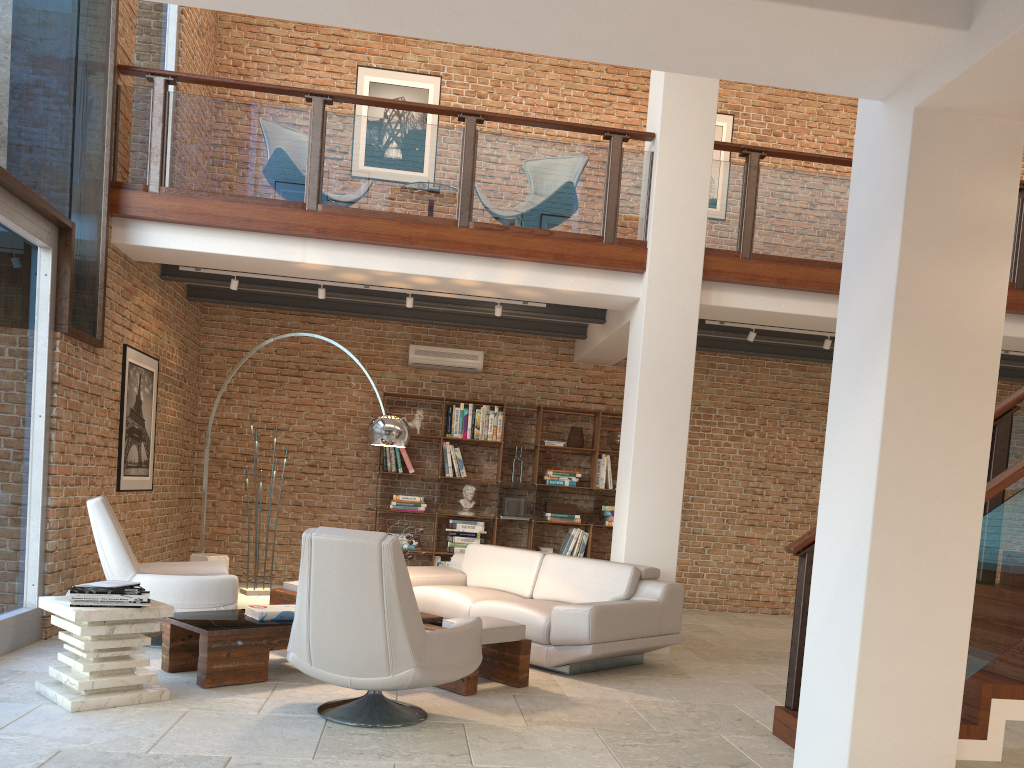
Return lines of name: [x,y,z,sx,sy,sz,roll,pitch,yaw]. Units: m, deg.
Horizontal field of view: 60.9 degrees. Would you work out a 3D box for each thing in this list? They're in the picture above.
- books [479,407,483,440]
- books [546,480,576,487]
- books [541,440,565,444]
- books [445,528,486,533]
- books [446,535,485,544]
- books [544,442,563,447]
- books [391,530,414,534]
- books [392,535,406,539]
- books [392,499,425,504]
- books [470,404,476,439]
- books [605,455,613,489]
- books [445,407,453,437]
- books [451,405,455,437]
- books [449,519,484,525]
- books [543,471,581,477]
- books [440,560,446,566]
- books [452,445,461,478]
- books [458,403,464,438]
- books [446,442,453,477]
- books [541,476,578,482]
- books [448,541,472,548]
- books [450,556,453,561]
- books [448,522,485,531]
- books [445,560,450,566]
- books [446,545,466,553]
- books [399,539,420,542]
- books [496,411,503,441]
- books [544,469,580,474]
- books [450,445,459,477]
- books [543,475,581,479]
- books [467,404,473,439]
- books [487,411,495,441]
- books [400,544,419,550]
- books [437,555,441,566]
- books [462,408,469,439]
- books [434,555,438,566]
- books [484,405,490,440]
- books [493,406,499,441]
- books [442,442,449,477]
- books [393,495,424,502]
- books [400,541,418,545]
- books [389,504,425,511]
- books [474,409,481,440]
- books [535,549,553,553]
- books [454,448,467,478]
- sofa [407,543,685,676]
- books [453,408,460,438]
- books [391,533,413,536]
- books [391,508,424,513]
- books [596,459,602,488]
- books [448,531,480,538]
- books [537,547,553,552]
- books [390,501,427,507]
books: [-0.352,0.445,9.609,0.021,0.359,0.271,4,0,-6]
books: [0.551,1.111,9.751,0.326,0.055,0.256,4,-7,3]
books: [0.452,0.648,9.662,0.237,0.019,0.171,6,-7,-13]
books: [-0.516,1.624,9.661,0.445,0.020,0.273,5,-7,-7]
books: [-0.513,1.724,9.667,0.381,0.064,0.244,7,-7,-20]
books: [0.457,0.675,9.658,0.206,0.034,0.133,5,-6,-7]
books: [-1.205,1.634,9.597,0.252,0.017,0.163,5,-7,-7]
books: [-1.214,1.688,9.613,0.206,0.034,0.133,5,-6,-7]
books: [-1.144,1.293,9.581,0.356,0.020,0.273,5,-7,-8]
books: [-0.435,0.424,9.598,0.036,0.383,0.243,4,1,-6]
books: [1.074,0.995,9.824,0.101,0.384,0.243,4,1,-6]
books: [-0.692,0.430,9.580,0.056,0.329,0.254,4,0,-6]
books: [-0.652,0.419,9.582,0.021,0.359,0.271,4,0,-6]
books: [-0.507,1.532,9.669,0.380,0.036,0.245,5,-7,-7]
books: [0.556,1.008,9.734,0.381,0.036,0.245,6,-7,-13]
books: [-0.778,2.120,9.678,0.057,0.330,0.254,4,0,-6]
books: [-0.623,0.858,9.617,0.125,0.348,0.271,4,0,-6]
books: [-0.565,0.412,9.578,0.036,0.383,0.243,4,1,-6]
books: [-0.694,0.833,9.588,0.104,0.383,0.243,4,1,-6]
books: [0.533,1.064,9.754,0.380,0.036,0.245,5,-7,-7]
books: [-0.530,1.785,9.685,0.362,0.055,0.284,5,-7,-4]
books: [-0.660,2.104,9.706,0.079,0.385,0.243,4,1,-6]
books: [-0.506,1.584,9.677,0.381,0.064,0.245,6,-6,-12]
books: [-0.722,2.123,9.679,0.056,0.329,0.254,4,0,-6]
books: [-0.531,1.843,9.670,0.381,0.064,0.245,6,-6,-12]
books: [-1.212,1.711,9.592,0.381,0.018,0.245,6,-7,-14]
books: [-0.148,0.480,9.651,0.056,0.329,0.254,4,0,-6]
books: [0.554,0.981,9.752,0.356,0.020,0.273,5,-7,-8]
books: [-0.643,0.855,9.605,0.125,0.348,0.271,4,0,-6]
books: [0.552,1.036,9.744,0.381,0.018,0.245,6,-7,-14]
books: [-0.471,0.420,9.584,0.036,0.383,0.243,4,1,-6]
books: [-0.241,0.469,9.618,0.056,0.329,0.254,4,0,-6]
books: [-1.213,1.785,9.599,0.326,0.055,0.256,4,-7,3]
books: [-0.824,2.090,9.679,0.036,0.383,0.243,4,1,-6]
books: [-0.522,0.445,9.600,0.056,0.329,0.254,4,0,-6]
books: [-0.858,2.085,9.659,0.036,0.383,0.243,4,1,-6]
books: [-0.286,0.438,9.616,0.036,0.383,0.243,4,1,-6]
books: [-0.192,0.446,9.628,0.036,0.383,0.243,4,1,-6]
books: [-0.734,0.831,9.607,0.101,0.384,0.243,4,1,-6]
books: [-1.132,1.255,9.578,0.327,0.055,0.256,5,-7,-4]
books: [-1.231,1.738,9.602,0.380,0.036,0.245,5,-7,-7]
books: [-1.156,1.356,9.571,0.381,0.036,0.245,6,-7,-11]
books: [-0.390,0.454,9.591,0.056,0.329,0.254,4,0,-6]
books: [0.360,1.880,9.800,0.162,0.017,0.253,5,-7,-6]
books: [-0.574,0.870,9.609,0.158,0.329,0.254,4,0,-6]
sofa: [0.073,1.712,6.894,2.319,0.755,1.154,-1,-7,43]
books: [-0.613,0.435,9.570,0.056,0.329,0.254,4,0,-6]
books: [-1.219,1.662,9.618,0.237,0.019,0.171,6,-7,-13]
books: [-1.150,1.386,9.581,0.356,0.020,0.273,5,-7,-7]
books: [0.945,1.008,9.788,0.056,0.329,0.254,4,0,-6]
books: [-0.534,1.659,9.649,0.327,0.055,0.255,6,-7,-12]
books: [0.374,1.856,9.804,0.133,0.034,0.206,6,-7,-11]
books: [-1.141,1.319,9.563,0.381,0.036,0.245,6,-7,-13]
